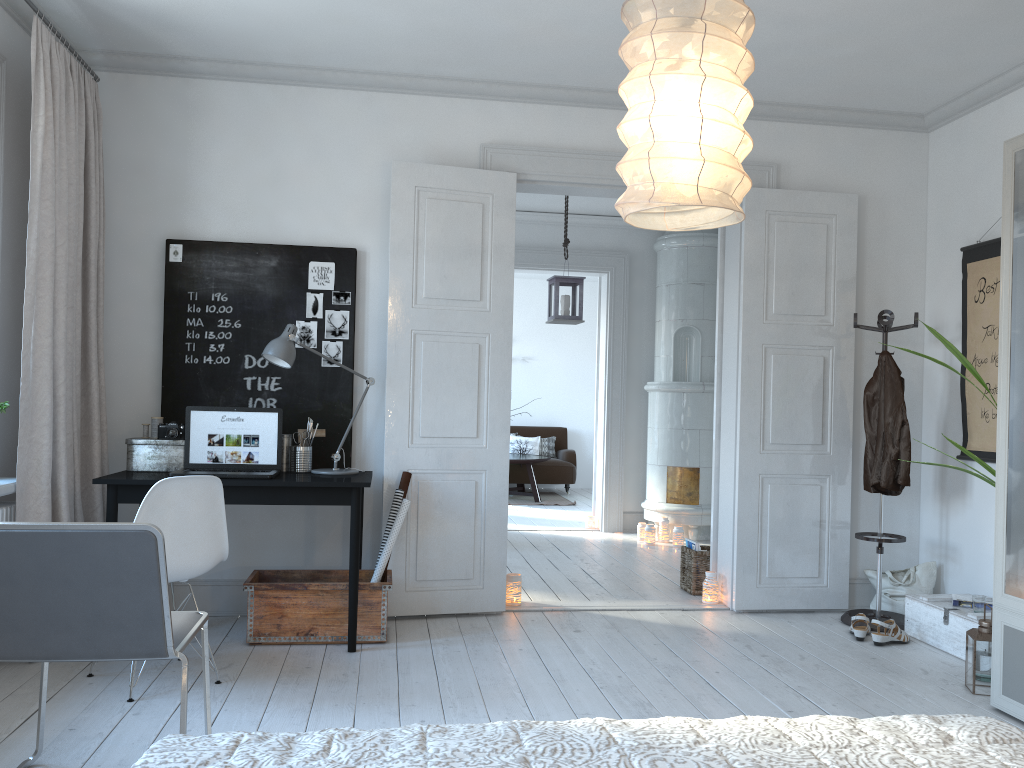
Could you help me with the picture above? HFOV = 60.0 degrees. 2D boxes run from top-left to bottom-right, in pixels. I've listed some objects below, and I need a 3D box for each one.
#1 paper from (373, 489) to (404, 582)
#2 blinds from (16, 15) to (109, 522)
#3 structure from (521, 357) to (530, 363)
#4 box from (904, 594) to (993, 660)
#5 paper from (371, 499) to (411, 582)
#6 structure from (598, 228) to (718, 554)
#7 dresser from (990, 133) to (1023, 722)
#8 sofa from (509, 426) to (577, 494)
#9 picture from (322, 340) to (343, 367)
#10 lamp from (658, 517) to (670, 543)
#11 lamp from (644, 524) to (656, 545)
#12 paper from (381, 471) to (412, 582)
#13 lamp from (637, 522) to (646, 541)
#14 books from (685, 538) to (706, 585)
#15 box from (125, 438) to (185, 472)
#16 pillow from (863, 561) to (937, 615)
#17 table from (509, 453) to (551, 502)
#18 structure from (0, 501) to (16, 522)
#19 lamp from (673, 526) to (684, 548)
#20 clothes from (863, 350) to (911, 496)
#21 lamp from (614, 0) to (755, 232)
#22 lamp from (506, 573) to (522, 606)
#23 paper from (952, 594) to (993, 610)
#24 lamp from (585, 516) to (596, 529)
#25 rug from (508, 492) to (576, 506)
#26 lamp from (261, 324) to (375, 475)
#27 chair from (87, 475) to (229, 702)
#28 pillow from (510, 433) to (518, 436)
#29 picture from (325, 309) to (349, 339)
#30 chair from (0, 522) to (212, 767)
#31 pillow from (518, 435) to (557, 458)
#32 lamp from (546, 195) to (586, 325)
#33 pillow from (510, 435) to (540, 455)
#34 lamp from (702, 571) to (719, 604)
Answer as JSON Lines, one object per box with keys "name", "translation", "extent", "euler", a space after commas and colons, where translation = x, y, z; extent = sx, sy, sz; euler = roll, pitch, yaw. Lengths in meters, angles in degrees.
{"name": "paper", "translation": [-0.634, 0.852, 4.320], "extent": [0.043, 0.669, 0.266], "euler": [1, 0, 37]}
{"name": "blinds", "translation": [-1.946, -0.166, 3.980], "extent": [0.225, 2.647, 0.831], "euler": [2, 0, -8]}
{"name": "structure", "translation": [-0.268, -0.384, 11.780], "extent": [1.025, 0.478, 0.085], "euler": [2, 0, -8]}
{"name": "box", "translation": [2.217, 1.163, 4.233], "extent": [0.376, 0.218, 0.641], "euler": [2, -1, -8]}
{"name": "paper", "translation": [-0.625, 0.868, 4.261], "extent": [0.283, 0.626, 0.041], "euler": [2, 0, -30]}
{"name": "structure", "translation": [1.423, 0.000, 7.592], "extent": [0.800, 2.827, 1.248], "euler": [1, -1, 37]}
{"name": "dresser", "translation": [2.258, 0.144, 2.736], "extent": [0.631, 2.162, 1.432], "euler": [2, -1, -8]}
{"name": "sofa", "translation": [-0.296, 0.947, 11.307], "extent": [2.165, 0.824, 0.969], "euler": [2, -1, -8]}
{"name": "picture", "translation": [-0.930, -0.158, 4.587], "extent": [0.103, 0.136, 0.001], "euler": [2, 0, -8]}
{"name": "lamp", "translation": [1.267, 1.215, 7.395], "extent": [0.098, 0.210, 0.098], "euler": [2, 0, -4]}
{"name": "lamp", "translation": [1.128, 1.230, 7.242], "extent": [0.089, 0.166, 0.089], "euler": [2, -1, -7]}
{"name": "paper", "translation": [-0.616, 0.811, 4.393], "extent": [0.048, 0.747, 0.297], "euler": [1, 0, 37]}
{"name": "lamp", "translation": [1.097, 1.244, 7.471], "extent": [0.084, 0.146, 0.084], "euler": [2, -1, -4]}
{"name": "books", "translation": [1.188, 1.110, 5.453], "extent": [0.201, 0.300, 0.179], "euler": [2, -1, -8]}
{"name": "box", "translation": [-1.678, 0.339, 4.256], "extent": [0.317, 0.152, 0.193], "euler": [2, -1, -8]}
{"name": "pillow", "translation": [2.164, 1.130, 4.929], "extent": [0.317, 0.314, 0.273], "euler": [2, -1, -7]}
{"name": "table", "translation": [-0.195, 1.104, 10.524], "extent": [1.300, 0.503, 1.300], "euler": [2, -1, -18]}
{"name": "structure", "translation": [-2.080, 0.757, 3.063], "extent": [0.195, 0.547, 1.506], "euler": [2, -1, -8]}
{"name": "lamp", "translation": [1.343, 1.233, 7.157], "extent": [0.089, 0.166, 0.089], "euler": [2, -1, -9]}
{"name": "clothes", "translation": [1.971, 0.206, 4.656], "extent": [0.237, 0.770, 0.211], "euler": [1, 0, 25]}
{"name": "lamp", "translation": [0.442, -1.023, 2.229], "extent": [0.338, 1.231, 0.340], "euler": [1, 0, 23]}
{"name": "lamp", "translation": [0.008, 1.137, 4.903], "extent": [0.089, 0.166, 0.089], "euler": [2, -1, -16]}
{"name": "paper", "translation": [2.252, 1.057, 4.288], "extent": [0.221, 0.031, 0.175], "euler": [1, -1, 24]}
{"name": "lamp", "translation": [0.711, 1.257, 8.050], "extent": [0.093, 0.110, 0.093], "euler": [1, -1, 9]}
{"name": "rug", "translation": [-0.204, 1.329, 10.549], "extent": [1.710, 0.055, 1.456], "euler": [2, -1, -8]}
{"name": "lamp", "translation": [-0.935, 0.080, 4.311], "extent": [0.617, 0.716, 0.230], "euler": [2, -1, -37]}
{"name": "chair", "translation": [-1.377, 0.750, 3.478], "extent": [0.474, 0.824, 0.554], "euler": [2, -1, -43]}
{"name": "pillow", "translation": [-0.163, 0.797, 11.395], "extent": [0.473, 0.347, 0.158], "euler": [2, 0, -10]}
{"name": "picture", "translation": [-0.906, -0.310, 4.590], "extent": [0.121, 0.153, 0.002], "euler": [2, 0, -8]}
{"name": "chair", "translation": [-1.133, 0.747, 2.452], "extent": [0.562, 0.797, 0.525], "euler": [2, -1, -8]}
{"name": "pillow", "translation": [0.320, 0.815, 11.501], "extent": [0.542, 0.288, 0.183], "euler": [2, -1, -7]}
{"name": "lamp", "translation": [0.398, -1.315, 6.307], "extent": [0.228, 1.762, 0.228], "euler": [2, 0, -11]}
{"name": "pillow", "translation": [0.137, 0.794, 11.361], "extent": [0.471, 0.309, 0.188], "euler": [2, -1, -8]}
{"name": "lamp", "translation": [1.137, 1.166, 5.076], "extent": [0.093, 0.179, 0.093], "euler": [2, -1, -25]}
